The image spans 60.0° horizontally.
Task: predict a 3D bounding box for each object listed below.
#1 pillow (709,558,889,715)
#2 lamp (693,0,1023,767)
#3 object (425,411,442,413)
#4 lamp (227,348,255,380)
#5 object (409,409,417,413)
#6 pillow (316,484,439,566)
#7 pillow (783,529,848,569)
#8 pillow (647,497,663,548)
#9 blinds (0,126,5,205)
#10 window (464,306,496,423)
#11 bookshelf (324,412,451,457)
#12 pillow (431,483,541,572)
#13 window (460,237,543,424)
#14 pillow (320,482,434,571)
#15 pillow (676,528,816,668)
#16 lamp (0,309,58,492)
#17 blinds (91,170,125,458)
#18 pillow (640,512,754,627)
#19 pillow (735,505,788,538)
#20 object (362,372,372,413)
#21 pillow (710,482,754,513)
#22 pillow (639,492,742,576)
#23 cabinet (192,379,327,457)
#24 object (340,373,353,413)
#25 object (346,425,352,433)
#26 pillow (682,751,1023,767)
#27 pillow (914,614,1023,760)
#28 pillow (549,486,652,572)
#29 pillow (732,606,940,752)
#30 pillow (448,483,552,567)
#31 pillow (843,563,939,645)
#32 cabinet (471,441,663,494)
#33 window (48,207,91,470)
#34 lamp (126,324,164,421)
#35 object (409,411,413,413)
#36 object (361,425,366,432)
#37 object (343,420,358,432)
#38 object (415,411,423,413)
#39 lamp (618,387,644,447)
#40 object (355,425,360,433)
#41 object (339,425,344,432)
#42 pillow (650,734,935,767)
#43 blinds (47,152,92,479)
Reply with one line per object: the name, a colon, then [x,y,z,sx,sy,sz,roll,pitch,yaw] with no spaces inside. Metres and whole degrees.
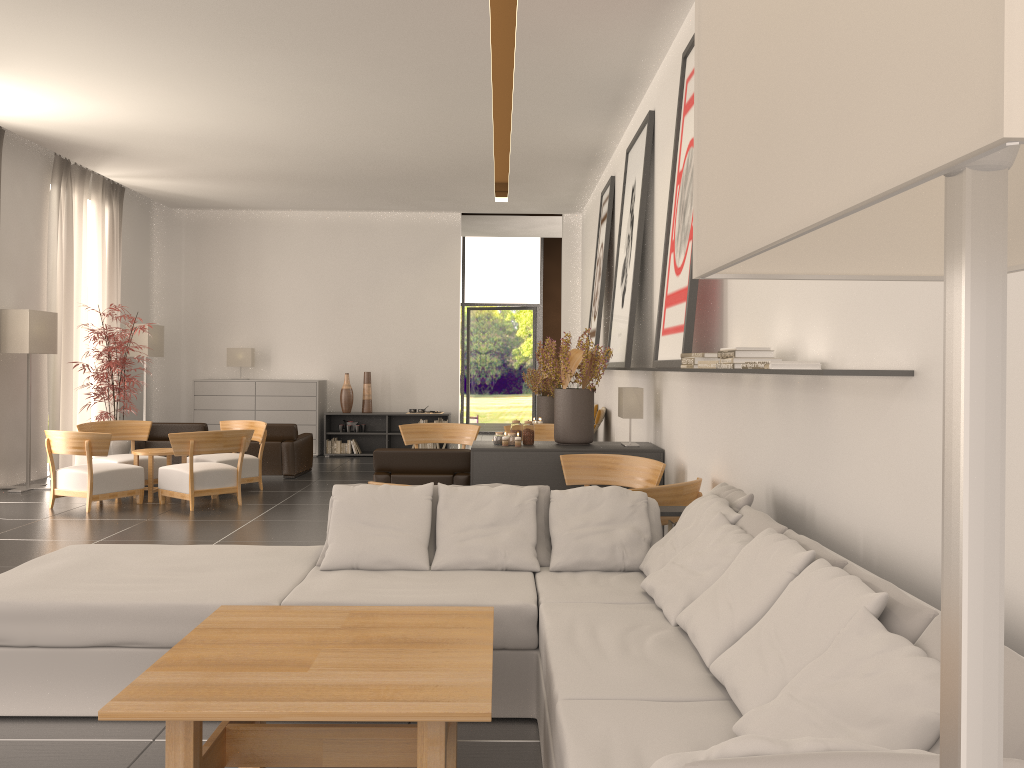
pillow: [1.248,1.120,3.912,0.585,0.598,0.802,0,1,-1]
lamp: [0.580,0.647,1.124,0.908,3.179,1.000,0,0,-1]
object: [-1.951,0.708,22.250,0.293,0.034,0.405,-1,1,-43]
lamp: [-6.874,-0.511,22.465,0.619,0.796,0.309,0,0,-1]
object: [-2.500,0.676,22.404,0.188,0.082,0.188,0,1,-40]
pillow: [-1.004,1.091,6.876,0.919,0.577,0.549,0,1,-1]
pillow: [1.377,1.124,4.728,0.549,0.581,0.919,0,1,-1]
pillow: [0.747,1.145,6.916,0.918,0.510,0.615,1,1,1]
blinds: [-8.939,-1.322,14.728,0.417,6.432,1.550,0,0,-5]
window: [1.479,-3.669,23.353,99.117,20.581,48.631,0,1,-1]
bookshelf: [-3.090,1.263,22.211,3.080,1.079,0.740,0,0,-1]
pillow: [-0.191,1.082,6.748,0.801,0.595,0.595,0,1,0]
window: [-4.143,-2.015,29.237,10.308,7.381,0.100,0,0,-1]
pillow: [-1.004,1.073,6.736,0.801,0.598,0.585,0,1,-1]
pillow: [1.236,1.104,4.727,0.585,0.598,0.802,0,1,-1]
lamp: [-8.637,0.284,15.855,0.908,3.179,1.000,0,0,-1]
blinds: [-9.008,-1.418,19.656,0.417,6.432,1.550,0,0,-5]
pillow: [1.180,1.134,5.523,0.590,0.562,0.803,0,1,-6]
pillow: [1.364,1.106,5.624,0.549,0.581,0.919,0,1,-1]
object: [-3.634,0.208,22.261,0.262,1.025,0.262,1,0,3]
pillow: [1.375,1.068,6.481,0.643,0.658,0.883,0,1,-1]
pillow: [1.218,1.094,6.188,0.587,0.596,0.819,0,1,0]
cabinet: [-6.312,0.833,22.290,3.080,1.876,1.040,0,0,-1]
object: [-4.105,0.225,22.034,0.326,0.992,0.327,1,0,23]
object: [-4.045,1.111,21.985,0.135,0.179,0.136,0,0,0]
pillow: [0.823,1.181,2.371,0.919,0.581,0.549,0,1,-2]
pillow: [1.401,1.158,2.963,0.549,0.581,0.919,0,1,-1]
pillow: [0.674,1.096,6.768,0.797,0.580,0.625,0,1,0]
pillow: [1.212,1.179,3.199,0.590,0.562,0.803,0,1,-6]
pillow: [-0.128,1.098,6.885,0.919,0.591,0.557,0,1,-1]
pillow: [1.389,1.141,3.837,0.549,0.581,0.919,0,1,-1]
cabinet: [0.676,1.416,11.606,2.400,1.240,1.120,0,1,-1]
window: [-9.609,-1.097,18.811,0.110,5.750,2.643,0,0,-1]
lamp: [-8.709,0.184,21.054,0.908,3.179,1.000,0,0,-1]
object: [-2.535,0.701,22.193,0.112,0.040,0.034,1,1,44]
object: [-3.731,1.109,22.223,0.135,0.179,0.136,1,0,5]
object: [-4.040,1.042,22.195,0.413,0.309,0.142,1,0,14]
object: [-2.364,0.694,22.151,0.292,0.058,0.086,0,1,-14]
lamp: [1.549,0.426,11.604,0.257,0.757,0.514,0,0,-1]
object: [-3.838,1.112,22.016,0.136,0.179,0.135,0,0,-30]
object: [-4.246,1.108,22.057,0.135,0.179,0.136,0,0,0]
pillow: [0.726,1.179,2.468,0.797,0.580,0.625,0,1,-2]
blinds: [-8.986,-1.385,17.962,0.415,6.432,1.549,0,0,3]
